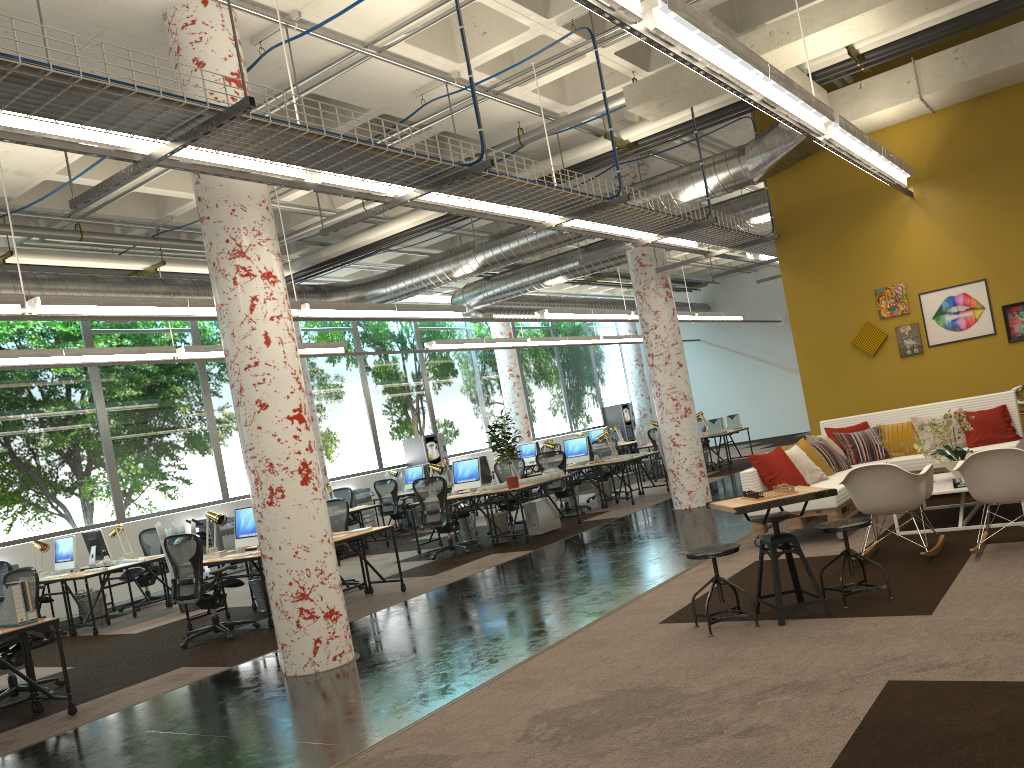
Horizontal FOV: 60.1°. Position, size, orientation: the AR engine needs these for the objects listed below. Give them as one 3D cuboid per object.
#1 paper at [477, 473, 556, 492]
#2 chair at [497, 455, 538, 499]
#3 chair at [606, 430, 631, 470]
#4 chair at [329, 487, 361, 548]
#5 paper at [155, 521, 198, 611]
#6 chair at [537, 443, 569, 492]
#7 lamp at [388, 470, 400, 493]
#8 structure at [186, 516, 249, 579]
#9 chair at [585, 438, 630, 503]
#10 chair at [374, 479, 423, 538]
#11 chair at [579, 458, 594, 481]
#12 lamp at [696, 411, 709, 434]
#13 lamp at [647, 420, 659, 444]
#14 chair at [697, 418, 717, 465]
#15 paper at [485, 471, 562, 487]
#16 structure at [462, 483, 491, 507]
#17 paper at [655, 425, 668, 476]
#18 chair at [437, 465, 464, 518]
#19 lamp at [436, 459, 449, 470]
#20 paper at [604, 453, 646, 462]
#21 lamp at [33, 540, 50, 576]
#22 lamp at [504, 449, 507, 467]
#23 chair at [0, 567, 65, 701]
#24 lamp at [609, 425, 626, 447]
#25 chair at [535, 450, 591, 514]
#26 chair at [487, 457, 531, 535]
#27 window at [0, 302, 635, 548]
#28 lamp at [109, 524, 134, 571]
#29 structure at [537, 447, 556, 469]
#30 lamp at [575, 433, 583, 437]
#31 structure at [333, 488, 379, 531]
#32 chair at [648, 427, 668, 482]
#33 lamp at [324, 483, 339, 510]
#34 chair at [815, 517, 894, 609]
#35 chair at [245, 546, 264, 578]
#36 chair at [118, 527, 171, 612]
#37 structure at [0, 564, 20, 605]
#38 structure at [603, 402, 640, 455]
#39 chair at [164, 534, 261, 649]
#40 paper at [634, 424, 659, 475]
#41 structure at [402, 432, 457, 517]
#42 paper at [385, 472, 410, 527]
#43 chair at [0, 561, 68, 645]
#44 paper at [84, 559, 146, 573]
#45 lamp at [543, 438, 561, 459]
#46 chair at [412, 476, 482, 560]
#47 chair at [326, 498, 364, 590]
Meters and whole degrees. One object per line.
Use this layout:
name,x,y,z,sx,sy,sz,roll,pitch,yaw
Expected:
paper,0.039,1.361,12.145,1.136,0.082,0.083,-11,-2,10
chair,0.068,2.077,19.927,0.773,1.085,0.791,-11,-2,18
chair,2.785,1.827,24.177,0.773,1.085,0.791,-11,-2,18
chair,-3.079,2.409,15.701,0.773,1.085,0.791,-11,-2,18
paper,-4.210,2.293,11.282,0.441,1.197,0.411,-11,-1,13
chair,0.946,2.010,21.519,0.773,1.085,0.791,-11,-2,18
lamp,-2.370,1.991,17.470,0.208,0.610,0.530,-10,-2,-36
structure,-4.971,2.747,15.225,0.506,1.057,1.054,-11,-2,35
chair,1.672,1.550,16.134,0.773,1.085,0.791,-11,-2,18
chair,-2.189,2.301,16.666,0.773,1.085,0.791,-11,-2,18
chair,1.907,1.895,22.585,0.773,1.085,0.791,-11,-2,18
lamp,4.048,0.860,18.538,0.218,0.610,0.530,-10,-2,-36
lamp,2.941,1.067,18.543,0.218,0.610,0.530,-10,-2,-36
chair,4.004,1.308,19.334,0.773,1.085,0.791,-11,-2,18
paper,0.134,1.352,12.282,1.134,0.082,0.083,-11,-2,0
structure,-0.883,2.341,21.139,0.506,1.057,1.054,-11,-2,35
paper,2.684,1.221,14.812,0.441,1.197,0.411,-11,-1,13
chair,-1.310,2.234,18.258,0.773,1.085,0.791,-11,-2,18
lamp,-1.267,1.786,17.462,0.218,0.610,0.530,-10,-2,-36
paper,1.886,1.212,14.704,0.570,0.061,0.624,-13,-4,32
lamp,-6.281,2.379,11.817,0.208,0.610,0.530,-10,-2,-36
lamp,-0.117,1.768,20.729,0.218,0.610,0.530,-10,-2,-36
chair,-4.230,2.125,7.432,0.773,1.085,0.791,-11,-2,18
lamp,2.829,1.379,23.381,0.218,0.610,0.530,-10,-2,-36
chair,0.793,1.618,14.542,0.773,1.085,0.791,-11,-2,18
chair,-0.052,1.692,13.532,0.773,1.085,0.791,-11,-2,18
window,-3.739,0.105,18.297,0.050,3.759,26.107,-11,-3,35
lamp,-5.182,2.174,11.805,0.208,0.610,0.530,-10,-2,-36
structure,0.956,2.159,23.797,0.506,1.057,1.054,-11,-2,35
lamp,1.722,1.586,23.387,0.218,0.610,0.530,-10,-2,-36
structure,-3.140,2.565,17.877,0.506,1.057,1.054,-11,-2,35
chair,3.126,1.376,17.742,0.773,1.085,0.791,-11,-2,18
lamp,-3.040,1.962,14.902,0.208,0.610,0.530,-10,-2,-36
chair,2.154,1.127,5.641,0.346,0.497,0.338,-10,-1,-6
chair,-3.958,2.477,14.109,0.773,1.085,0.791,-11,-2,18
chair,-5.222,2.622,12.604,0.773,1.085,0.791,-11,-2,18
structure,-7.114,2.959,12.129,0.506,1.057,1.054,-11,-2,35
structure,3.460,1.534,27.516,0.641,1.809,0.747,-11,-1,35
chair,-3.050,1.989,8.822,0.773,1.085,0.791,-11,-2,18
paper,2.975,1.447,19.461,0.441,1.197,0.411,-11,-1,13
structure,-1.824,2.058,19.877,0.641,1.809,0.747,-11,-1,35
paper,-2.339,2.372,18.384,0.441,1.197,0.411,-11,-1,13
chair,-6.100,2.689,11.012,0.773,1.085,0.791,-11,-2,18
paper,-5.007,2.284,11.174,0.570,0.061,0.624,-13,-4,32
lamp,0.990,1.562,20.723,0.218,0.610,0.530,-10,-2,-36
chair,-0.931,1.760,11.940,0.773,1.085,0.791,-11,-2,18
chair,-2.171,1.921,10.414,0.773,1.085,0.791,-11,-2,18
